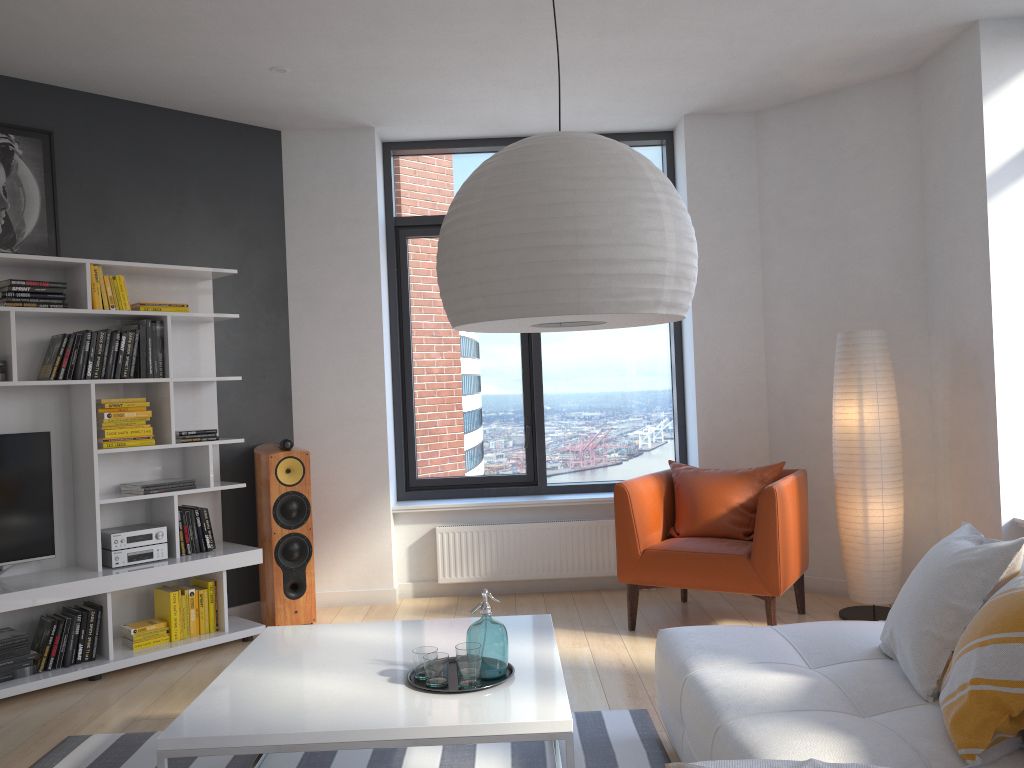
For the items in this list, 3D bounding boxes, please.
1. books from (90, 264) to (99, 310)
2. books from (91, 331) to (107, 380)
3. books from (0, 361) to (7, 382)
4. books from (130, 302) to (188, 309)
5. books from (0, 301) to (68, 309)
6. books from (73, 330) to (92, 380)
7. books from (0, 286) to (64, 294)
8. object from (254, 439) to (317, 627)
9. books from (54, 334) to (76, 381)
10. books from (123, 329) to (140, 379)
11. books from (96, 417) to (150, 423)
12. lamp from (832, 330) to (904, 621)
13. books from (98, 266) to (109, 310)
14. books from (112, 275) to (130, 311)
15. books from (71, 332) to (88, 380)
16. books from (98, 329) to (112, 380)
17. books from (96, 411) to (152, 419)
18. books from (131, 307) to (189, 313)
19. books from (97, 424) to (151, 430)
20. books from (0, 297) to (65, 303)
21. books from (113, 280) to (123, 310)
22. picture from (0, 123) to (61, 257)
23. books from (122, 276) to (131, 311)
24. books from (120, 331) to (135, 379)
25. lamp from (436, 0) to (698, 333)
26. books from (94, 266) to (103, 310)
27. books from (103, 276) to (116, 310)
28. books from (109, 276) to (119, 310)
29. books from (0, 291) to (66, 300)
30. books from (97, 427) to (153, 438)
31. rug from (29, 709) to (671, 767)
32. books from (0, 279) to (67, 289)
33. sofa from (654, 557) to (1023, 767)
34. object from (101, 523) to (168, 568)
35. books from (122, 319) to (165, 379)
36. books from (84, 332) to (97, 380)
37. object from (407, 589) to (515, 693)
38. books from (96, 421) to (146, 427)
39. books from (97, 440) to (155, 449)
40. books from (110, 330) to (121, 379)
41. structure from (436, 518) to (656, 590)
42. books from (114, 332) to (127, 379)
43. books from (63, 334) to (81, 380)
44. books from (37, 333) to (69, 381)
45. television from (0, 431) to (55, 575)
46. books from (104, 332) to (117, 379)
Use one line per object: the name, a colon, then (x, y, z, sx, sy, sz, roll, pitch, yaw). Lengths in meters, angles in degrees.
books: (-2.148, -0.483, 4.491, 0.161, 0.229, 0.041, -3, 0, 43)
books: (-2.150, -0.142, 4.538, 0.191, 0.249, 0.084, -3, 0, 44)
books: (-2.589, -0.070, 4.130, 0.277, 0.137, 0.343, -3, 0, 39)
books: (-1.917, -0.416, 4.795, 0.257, 0.024, 0.203, -2, 0, -43)
books: (-2.364, -0.375, 4.352, 0.284, 0.030, 0.214, -2, 0, -42)
books: (-2.196, -0.142, 4.493, 0.192, 0.254, 0.075, -3, 0, 44)
books: (-2.361, -0.454, 4.354, 0.246, 0.026, 0.180, -2, 0, -43)
object: (-1.355, 0.860, 5.222, 0.290, 1.088, 0.434, -2, 0, -31)
books: (-2.258, -0.129, 4.430, 0.187, 0.234, 0.096, -3, 0, 45)
books: (-2.025, -0.151, 4.663, 0.197, 0.260, 0.066, -3, 0, 44)
books: (-2.060, 0.189, 4.666, 0.171, 0.019, 0.239, -3, 0, 44)
lamp: (2.016, 0.484, 4.583, 0.502, 1.550, 0.804, -2, 0, -40)
books: (-2.130, -0.481, 4.548, 0.164, 0.224, 0.054, -3, 0, 44)
books: (-2.045, -0.464, 4.596, 0.064, 0.184, 0.141, -2, 0, -45)
books: (-2.193, -0.135, 4.458, 0.069, 0.242, 0.172, -2, 0, -45)
books: (-2.127, -0.148, 4.562, 0.197, 0.260, 0.066, -3, 0, 44)
books: (-2.052, 0.163, 4.672, 0.239, 0.033, 0.176, -2, 0, -42)
books: (-1.908, -0.391, 4.791, 0.257, 0.028, 0.194, -2, 0, -41)
books: (-2.062, 0.227, 4.666, 0.251, 0.014, 0.189, -2, 0, -42)
books: (-2.369, -0.400, 4.354, 0.189, 0.020, 0.264, -3, 0, 43)
books: (-2.051, -0.452, 4.569, 0.108, 0.161, 0.046, -3, 0, 43)
picture: (-2.796, -0.943, 4.127, 0.076, 0.707, 1.279, -3, 0, 44)
books: (-2.035, -0.465, 4.619, 0.044, 0.184, 0.142, -2, 0, -45)
books: (-2.048, -0.146, 4.638, 0.191, 0.249, 0.084, -3, 0, 44)
lamp: (1.226, -0.048, 1.344, 3.199, 2.647, 0.710, -3, 0, 35)
books: (-2.145, -0.481, 4.520, 0.163, 0.224, 0.041, -3, 0, 43)
books: (-2.092, -0.460, 4.555, 0.132, 0.180, 0.054, -3, 0, 45)
books: (-2.072, -0.460, 4.564, 0.128, 0.178, 0.044, -3, 0, 44)
books: (-2.382, -0.425, 4.370, 0.284, 0.030, 0.214, -2, 0, -42)
books: (-2.049, 0.255, 4.658, 0.189, 0.042, 0.243, -3, 0, 44)
rug: (-0.605, 1.354, 2.742, 2.326, 0.016, 1.662, -2, 0, -1)
books: (-2.373, -0.481, 4.360, 0.209, 0.030, 0.266, -3, 0, 38)
sofa: (0.082, 0.962, 2.009, 3.424, 0.732, 2.614, -2, 0, -1)
object: (-1.994, 0.842, 4.632, 0.270, 0.174, 0.285, -3, 0, 44)
books: (-1.978, -0.178, 4.752, 0.259, 0.321, 0.128, -3, 0, 44)
books: (-2.172, -0.136, 4.508, 0.179, 0.243, 0.068, -3, 0, 43)
object: (-0.161, 0.763, 2.716, 0.330, 0.265, 0.330, -3, 0, 24)
books: (-2.055, 0.209, 4.645, 0.217, 0.023, 0.145, -2, 0, -41)
books: (-2.036, 0.313, 4.650, 0.257, 0.028, 0.194, -2, 0, -41)
books: (-2.094, -0.146, 4.593, 0.192, 0.254, 0.075, -3, 0, 44)
structure: (0.257, 1.108, 5.675, 1.474, 0.460, 0.110, -2, 0, -1)
books: (-2.066, -0.142, 4.602, 0.179, 0.243, 0.071, -3, 0, 43)
books: (-2.226, -0.131, 4.442, 0.169, 0.233, 0.081, -3, 0, 43)
books: (-2.278, -0.129, 4.402, 0.182, 0.234, 0.104, -3, 0, 45)
television: (-2.681, 0.602, 4.031, 0.207, 0.704, 1.102, -3, 0, 44)
books: (-2.091, -0.139, 4.558, 0.069, 0.242, 0.172, -2, 0, -45)
